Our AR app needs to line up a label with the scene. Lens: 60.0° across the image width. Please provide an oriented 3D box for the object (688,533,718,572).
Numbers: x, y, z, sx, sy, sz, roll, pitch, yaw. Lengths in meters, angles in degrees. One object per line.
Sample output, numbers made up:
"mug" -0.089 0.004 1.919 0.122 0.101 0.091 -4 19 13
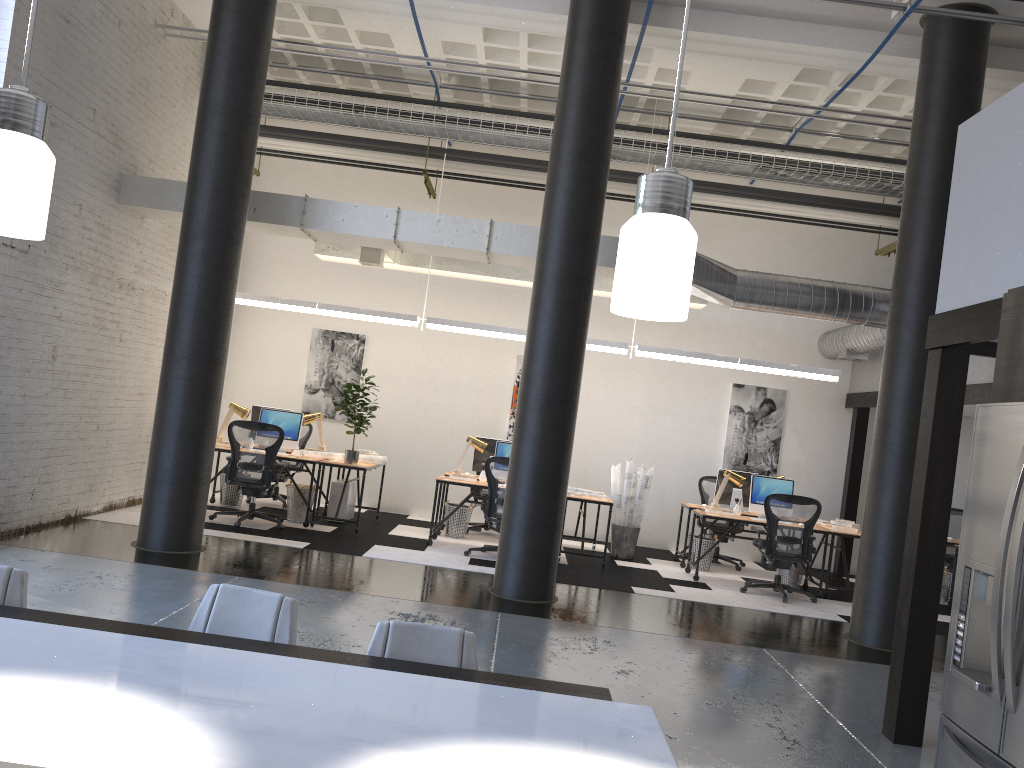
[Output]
"object" 2.233 1.972 10.447 0.359 0.435 0.353 8 -2 -3

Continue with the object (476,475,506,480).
"object" -0.217 1.136 10.722 0.439 0.017 0.119 7 -2 1

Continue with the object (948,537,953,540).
"object" 5.242 1.848 10.612 0.059 0.029 0.106 7 -2 2

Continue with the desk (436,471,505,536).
"desk" -0.159 1.515 10.649 1.401 0.724 0.529 8 -1 1

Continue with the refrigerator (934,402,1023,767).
"refrigerator" 1.857 0.977 2.689 0.820 1.771 0.853 8 -1 1

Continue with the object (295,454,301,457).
"object" -2.354 0.790 9.757 0.059 0.029 0.106 7 -2 2

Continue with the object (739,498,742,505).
"object" 2.570 1.383 10.034 0.054 0.207 0.008 8 -1 -16

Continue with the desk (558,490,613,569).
"desk" 0.794 1.626 10.214 0.529 0.724 1.401 8 -2 1

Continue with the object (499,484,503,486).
"object" -0.024 1.127 9.745 0.439 0.017 0.119 7 -2 1

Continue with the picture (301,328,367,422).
"picture" -2.399 -0.120 11.955 0.731 1.183 0.049 8 -1 1

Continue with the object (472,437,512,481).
"object" -0.216 0.893 10.505 0.483 0.485 0.190 8 -1 1

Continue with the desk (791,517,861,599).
"desk" 3.667 2.006 10.207 0.529 0.724 1.401 8 -2 1

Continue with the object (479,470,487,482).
"object" -0.322 1.043 10.034 0.101 0.126 0.101 9 -2 -44

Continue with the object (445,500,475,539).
"object" -0.639 1.592 10.455 0.359 0.435 0.353 8 -2 -3

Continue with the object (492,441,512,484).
"object" 0.036 0.908 9.971 0.483 0.485 0.190 8 -1 1

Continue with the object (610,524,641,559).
"object" 1.341 1.890 10.632 0.353 0.398 0.353 9 -2 -44

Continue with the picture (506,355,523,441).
"picture" 0.361 0.244 11.905 0.731 1.183 0.049 8 -1 1

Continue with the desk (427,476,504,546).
"desk" -0.179 1.482 9.803 1.401 0.724 0.529 8 -1 1

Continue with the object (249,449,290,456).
"object" -2.680 0.754 9.770 0.439 0.017 0.119 7 -2 1

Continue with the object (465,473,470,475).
"object" -0.542 1.087 10.735 0.059 0.029 0.106 7 -2 2

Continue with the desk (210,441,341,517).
"desk" -2.816 1.143 10.674 1.401 0.724 0.529 8 -1 1

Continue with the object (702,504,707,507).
"object" 2.331 1.467 10.727 0.059 0.029 0.106 7 -2 2

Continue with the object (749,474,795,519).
"object" 2.909 1.287 9.964 0.483 0.485 0.190 8 -1 1

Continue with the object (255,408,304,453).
"object" -2.621 0.535 9.996 0.483 0.485 0.190 8 -1 1

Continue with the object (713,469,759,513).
"object" 2.657 1.273 10.497 0.483 0.485 0.190 8 -1 1

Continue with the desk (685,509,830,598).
"desk" 2.694 1.862 9.795 1.401 0.724 0.529 8 -1 1

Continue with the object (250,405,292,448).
"object" -2.872 0.521 10.529 0.483 0.485 0.190 8 -1 1

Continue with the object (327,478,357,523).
"object" -2.021 1.385 10.591 0.221 0.455 0.544 8 -2 1

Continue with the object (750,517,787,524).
"object" 2.849 1.506 9.737 0.439 0.017 0.119 7 -2 1

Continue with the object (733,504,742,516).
"object" 2.551 1.423 10.027 0.101 0.126 0.101 9 -2 -44

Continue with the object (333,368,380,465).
"object" -1.727 0.347 9.762 0.514 1.077 0.439 8 -1 -8

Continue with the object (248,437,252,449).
"object" -2.978 0.671 10.059 0.101 0.126 0.101 9 -2 -44

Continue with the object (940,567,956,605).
"object" 5.145 2.353 10.332 0.359 0.435 0.353 8 -2 -3

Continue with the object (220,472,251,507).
"object" -3.296 1.220 10.479 0.359 0.435 0.353 8 -2 -3

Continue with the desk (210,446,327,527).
"desk" -2.836 1.110 9.827 1.401 0.724 0.529 8 -1 1

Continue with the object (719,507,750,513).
"object" 2.655 1.516 10.714 0.439 0.017 0.119 7 -2 1

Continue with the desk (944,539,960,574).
"desk" 5.625 2.276 10.526 1.401 0.724 0.529 8 -1 1

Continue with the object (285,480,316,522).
"object" -2.394 1.322 10.016 0.359 0.435 0.353 8 -2 -3

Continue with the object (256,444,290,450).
"object" -2.874 0.764 10.746 0.439 0.017 0.119 7 -2 1

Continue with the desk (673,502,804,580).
"desk" 2.713 1.895 10.641 1.401 0.724 0.529 8 -1 1

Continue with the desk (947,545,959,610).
"desk" 5.605 2.243 9.680 1.401 0.724 0.529 8 -1 1

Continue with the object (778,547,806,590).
"object" 3.136 2.075 9.984 0.359 0.435 0.353 8 -2 -3

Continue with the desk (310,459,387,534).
"desk" -1.862 1.253 10.239 0.529 0.724 1.401 8 -2 1

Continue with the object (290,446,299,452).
"object" -2.562 0.740 10.459 0.101 0.126 0.101 9 -2 -44
